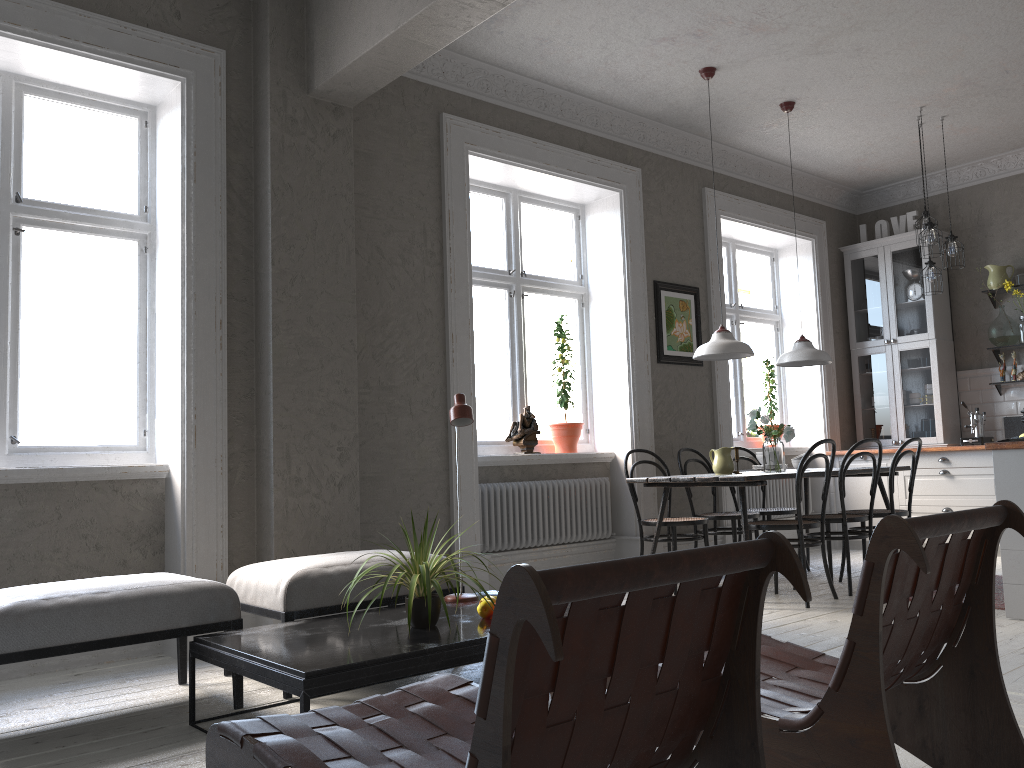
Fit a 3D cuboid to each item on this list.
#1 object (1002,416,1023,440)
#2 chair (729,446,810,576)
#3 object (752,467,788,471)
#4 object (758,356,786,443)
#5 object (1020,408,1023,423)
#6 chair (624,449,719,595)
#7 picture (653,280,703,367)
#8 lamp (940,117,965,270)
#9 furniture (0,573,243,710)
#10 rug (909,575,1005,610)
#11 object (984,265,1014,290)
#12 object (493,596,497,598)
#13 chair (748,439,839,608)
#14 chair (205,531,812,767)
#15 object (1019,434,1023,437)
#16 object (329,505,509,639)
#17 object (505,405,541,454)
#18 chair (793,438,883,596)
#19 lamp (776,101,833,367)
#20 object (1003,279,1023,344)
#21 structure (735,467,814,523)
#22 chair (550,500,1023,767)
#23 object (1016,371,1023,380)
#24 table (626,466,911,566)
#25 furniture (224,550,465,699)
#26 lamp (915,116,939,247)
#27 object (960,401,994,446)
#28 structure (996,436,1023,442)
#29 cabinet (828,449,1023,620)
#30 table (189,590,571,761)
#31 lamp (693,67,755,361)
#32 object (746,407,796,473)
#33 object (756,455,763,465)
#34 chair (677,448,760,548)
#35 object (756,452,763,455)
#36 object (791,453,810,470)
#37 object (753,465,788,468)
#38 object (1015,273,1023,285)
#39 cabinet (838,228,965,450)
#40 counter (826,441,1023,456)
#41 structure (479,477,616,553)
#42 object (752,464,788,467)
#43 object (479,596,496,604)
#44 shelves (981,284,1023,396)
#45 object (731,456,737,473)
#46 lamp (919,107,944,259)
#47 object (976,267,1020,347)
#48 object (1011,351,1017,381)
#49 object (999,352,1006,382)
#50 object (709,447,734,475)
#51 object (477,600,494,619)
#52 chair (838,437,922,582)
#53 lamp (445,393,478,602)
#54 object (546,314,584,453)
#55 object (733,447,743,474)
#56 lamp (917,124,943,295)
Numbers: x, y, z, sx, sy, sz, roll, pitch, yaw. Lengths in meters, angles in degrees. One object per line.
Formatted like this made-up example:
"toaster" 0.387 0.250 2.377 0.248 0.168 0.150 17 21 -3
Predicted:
"object" 4.173 0.369 7.172 0.090 0.226 0.344 2 -7 -40
"chair" 1.844 0.908 6.485 0.446 0.920 0.539 1 -6 -28
"object" 1.768 0.585 6.065 0.241 0.027 0.234 0 -6 -23
"object" 2.285 0.159 7.854 0.262 0.813 0.257 -1 -5 -13
"object" 2.651 0.177 4.425 0.187 0.147 0.196 -5 -6 29
"chair" 1.027 0.876 5.804 0.446 0.920 0.538 1 -6 -33
"picture" 1.262 -0.450 6.684 0.532 0.619 0.019 2 -7 -40
"lamp" 3.219 -1.714 6.588 0.144 1.734 0.150 -6 -6 36
"furniture" -1.472 0.937 3.127 0.845 0.476 0.571 2 -7 -40
"rug" 2.823 1.200 5.166 1.316 0.014 0.721 2 -7 -40
"object" 4.111 -0.901 7.477 0.176 0.216 0.187 1 -6 -27
"object" -0.066 0.821 3.315 0.067 0.055 0.060 -4 -6 16
"chair" 1.602 0.788 5.102 0.447 0.920 0.537 3 -7 -43
"chair" -0.064 0.612 1.459 0.518 0.720 0.995 2 -7 -40
"object" 4.080 0.424 6.959 0.193 0.083 0.193 2 -7 -40
"object" -0.280 0.629 3.045 0.673 0.420 0.720 0 -6 -22
"object" 0.069 0.305 5.914 0.242 0.329 0.117 2 -7 -39
"chair" 2.014 0.806 5.459 0.446 0.920 0.538 1 -6 -33
"lamp" 1.978 -1.058 6.178 0.387 1.858 0.372 1 -6 -33
"object" 4.175 -0.598 7.290 0.187 0.540 0.287 -7 -7 41
"structure" 2.189 0.933 7.536 1.249 0.428 0.145 3 -7 -42
"chair" 0.601 0.640 2.028 0.518 0.720 0.995 2 -7 -40
"object" 4.253 -0.084 7.307 0.174 0.111 0.098 -5 -6 26
"table" 1.747 0.941 5.794 1.960 0.735 0.886 2 -7 -40
"furniture" -0.707 0.969 3.780 0.845 0.476 0.571 2 -7 -40
"lamp" 3.024 -1.889 6.582 0.144 1.734 0.150 -6 -6 36
"object" 3.858 0.332 7.410 0.361 0.370 0.201 2 -7 -40
"structure" 2.813 0.264 4.455 0.618 0.031 0.486 2 -7 -40
"cabinet" 3.561 0.810 5.830 1.979 0.854 4.213 -3 -5 6
"table" -0.317 0.991 3.115 1.338 0.303 0.831 2 -7 -40
"lamp" 1.283 -1.087 5.585 0.380 1.858 0.378 -2 -5 -3
"object" 1.624 0.345 5.530 0.257 0.414 0.305 3 -7 -42
"object" 1.766 0.532 6.070 0.176 0.094 0.183 -7 -7 40
"chair" 1.455 0.894 6.176 0.447 0.920 0.537 3 -7 -43
"object" 1.765 0.511 6.072 0.176 0.094 0.183 -7 -7 40
"object" 1.936 0.520 5.937 0.130 0.119 0.122 0 -6 -25
"object" 1.768 0.576 6.066 0.234 0.027 0.240 -4 -6 17
"object" 4.258 -0.861 7.392 0.105 0.111 0.101 2 -7 -41
"cabinet" 3.520 -0.354 8.017 0.396 1.920 0.861 2 -7 -40
"counter" 3.147 0.439 6.106 3.462 0.039 3.095 2 -7 -40
"structure" 0.222 0.850 5.855 1.249 0.428 0.145 3 -7 -42
"object" 1.768 0.567 6.067 0.240 0.027 0.234 0 -6 -18
"object" -0.088 0.809 3.242 0.072 0.066 0.066 2 -6 -36
"shelves" 4.505 -0.388 7.069 0.233 0.923 1.288 2 -7 -40
"object" 1.480 0.551 6.049 0.137 0.112 0.142 -5 -6 32
"lamp" 2.966 -1.773 6.394 0.146 1.734 0.147 -3 -5 6
"object" 4.097 -0.649 7.455 0.330 0.674 0.342 -4 -6 18
"object" 4.205 -0.148 7.407 0.062 0.264 0.053 -2 -5 -5
"object" 4.151 -0.137 7.496 0.052 0.264 0.062 -4 -6 21
"object" 1.319 0.483 5.561 0.148 0.170 0.137 -3 -5 11
"object" -0.091 0.801 3.150 0.071 0.066 0.069 0 -6 -25
"chair" 2.401 0.820 5.766 0.447 0.920 0.537 3 -7 -43
"lamp" -0.216 0.461 3.598 0.138 0.839 0.250 -2 -5 -4
"object" 0.361 -0.010 6.206 0.270 0.991 0.270 -2 -5 -1
"object" 1.418 0.482 5.575 0.060 0.167 0.058 1 -6 -27
"lamp" 3.116 -1.539 6.706 0.145 1.734 0.148 -3 -5 16
